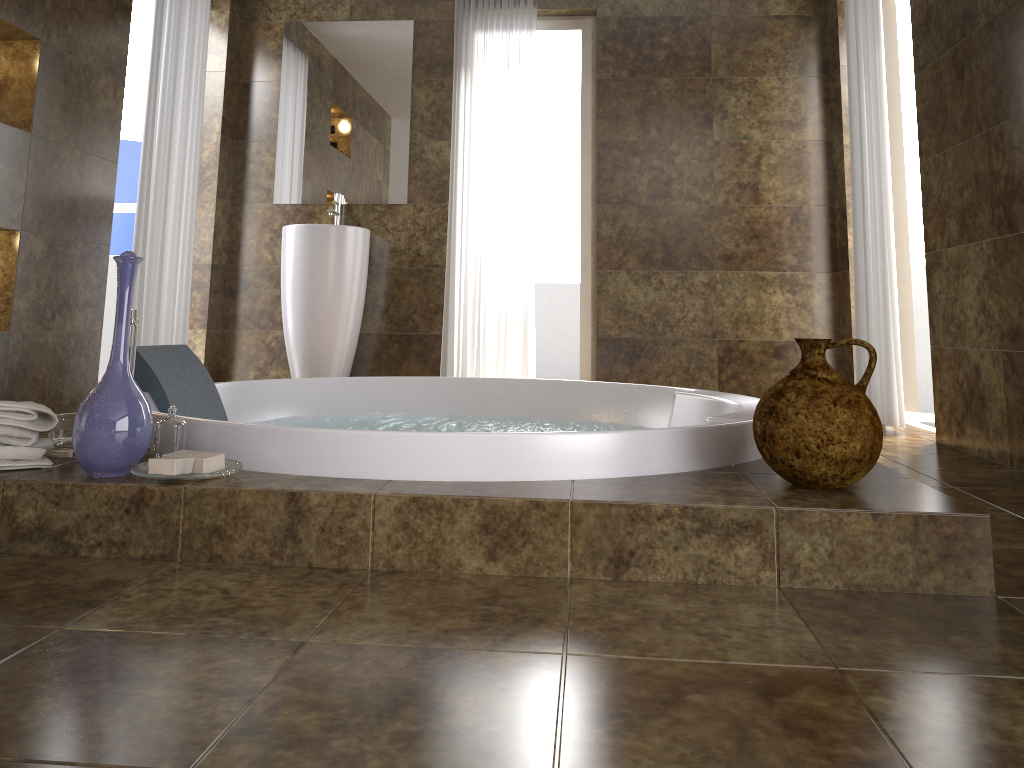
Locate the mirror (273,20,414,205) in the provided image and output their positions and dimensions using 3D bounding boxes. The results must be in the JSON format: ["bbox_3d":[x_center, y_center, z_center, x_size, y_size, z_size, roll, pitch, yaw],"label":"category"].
[{"bbox_3d":[-0.958,-1.560,4.943,0.768,1.113,0.008,1,-9,5],"label":"mirror"}]

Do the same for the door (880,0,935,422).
[{"bbox_3d":[2.255,-0.922,4.082,0.952,2.270,0.039,-4,-10,38],"label":"door"}]

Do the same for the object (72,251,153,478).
[{"bbox_3d":[-0.738,-0.044,1.625,0.136,0.428,0.132,-1,-8,13],"label":"object"}]

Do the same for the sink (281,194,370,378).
[{"bbox_3d":[-0.997,-0.478,4.555,0.459,1.158,0.425,0,-7,8],"label":"sink"}]

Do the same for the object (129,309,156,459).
[{"bbox_3d":[-0.783,0.001,1.756,0.130,0.314,0.127,-1,-7,13],"label":"object"}]

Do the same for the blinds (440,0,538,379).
[{"bbox_3d":[-0.112,-1.066,4.760,0.519,2.308,0.065,0,-9,5],"label":"blinds"}]

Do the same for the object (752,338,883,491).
[{"bbox_3d":[0.571,0.050,1.624,0.229,0.280,0.226,3,-4,-23],"label":"object"}]

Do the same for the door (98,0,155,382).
[{"bbox_3d":[-2.285,-1.041,4.672,0.961,2.270,0.039,2,-9,-5],"label":"door"}]

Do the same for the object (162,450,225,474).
[{"bbox_3d":[-0.589,0.144,1.597,0.100,0.033,0.060,2,1,20],"label":"object"}]

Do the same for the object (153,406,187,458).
[{"bbox_3d":[-0.680,0.102,1.721,0.057,0.118,0.056,5,-8,-32],"label":"object"}]

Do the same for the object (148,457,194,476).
[{"bbox_3d":[-0.603,0.145,1.529,0.053,0.035,0.072,1,1,6],"label":"object"}]

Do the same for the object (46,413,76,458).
[{"bbox_3d":[-0.909,0.107,1.868,0.169,0.077,0.168,1,2,-14],"label":"object"}]

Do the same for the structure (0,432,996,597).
[{"bbox_3d":[-0.147,0.184,2.441,2.004,0.126,1.982,1,4,5],"label":"structure"}]

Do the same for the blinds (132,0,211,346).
[{"bbox_3d":[-1.622,-1.045,4.150,0.068,2.320,0.584,0,-8,5],"label":"blinds"}]

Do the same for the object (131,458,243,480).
[{"bbox_3d":[-0.594,0.161,1.584,0.190,0.019,0.188,1,4,-6],"label":"object"}]

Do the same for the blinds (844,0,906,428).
[{"bbox_3d":[1.625,-0.975,3.961,0.069,2.321,0.471,0,-8,5],"label":"blinds"}]

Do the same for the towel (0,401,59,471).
[{"bbox_3d":[-1.082,0.101,1.680,0.319,0.153,0.337,0,2,-40],"label":"towel"}]

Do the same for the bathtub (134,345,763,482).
[{"bbox_3d":[-0.148,0.176,2.441,1.746,0.532,1.734,3,3,36],"label":"bathtub"}]
